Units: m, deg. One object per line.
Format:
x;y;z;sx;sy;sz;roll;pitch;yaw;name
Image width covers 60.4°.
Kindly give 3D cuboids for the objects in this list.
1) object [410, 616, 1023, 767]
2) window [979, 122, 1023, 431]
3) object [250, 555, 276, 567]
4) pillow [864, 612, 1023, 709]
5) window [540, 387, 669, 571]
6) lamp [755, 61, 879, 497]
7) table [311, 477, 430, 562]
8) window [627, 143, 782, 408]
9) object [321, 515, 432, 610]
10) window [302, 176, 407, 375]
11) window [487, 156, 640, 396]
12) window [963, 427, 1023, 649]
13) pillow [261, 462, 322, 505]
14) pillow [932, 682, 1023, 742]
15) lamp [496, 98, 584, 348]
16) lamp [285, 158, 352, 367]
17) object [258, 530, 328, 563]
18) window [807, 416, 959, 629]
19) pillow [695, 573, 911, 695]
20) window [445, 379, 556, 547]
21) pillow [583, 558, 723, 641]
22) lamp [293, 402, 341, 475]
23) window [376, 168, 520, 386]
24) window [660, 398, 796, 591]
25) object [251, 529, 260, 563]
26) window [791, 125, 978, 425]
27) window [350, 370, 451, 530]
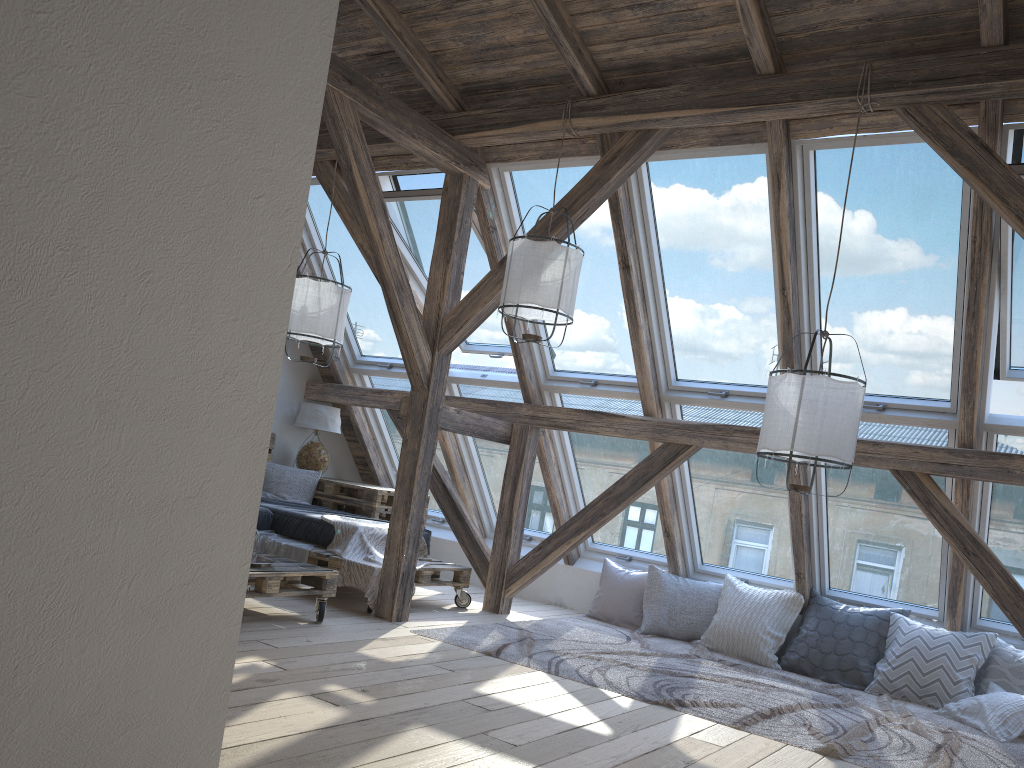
1.325;1.673;4.976;3.162;0.056;2.216;5;-7;34;object
2.710;-0.443;4.096;0.848;1.273;1.423;8;-3;34;window
-1.422;0.903;4.548;0.399;0.021;0.392;14;-8;-36;object
2.754;1.713;5.157;1.145;0.533;0.507;5;-4;39;pillow
0.751;0.698;6.412;0.848;1.274;1.109;8;-2;34;window
1.393;-0.460;3.798;0.402;1.893;0.405;9;1;-15;lamp
-1.315;1.169;7.239;1.008;0.700;0.683;7;-4;33;table
1.163;-0.587;5.057;0.848;1.274;1.109;8;-2;34;window
-0.770;1.172;5.719;0.818;0.472;1.005;11;-5;-26;object
-1.118;-0.791;6.560;0.848;1.274;1.109;8;-2;34;window
0.403;-0.655;5.558;0.848;1.274;1.109;8;-2;34;window
3.032;0.902;4.908;0.848;1.274;1.109;8;-2;34;window
-1.942;0.696;6.758;0.979;0.398;0.383;14;-5;-40;pillow
2.672;1.802;4.817;0.477;0.241;0.536;10;-5;-15;pillow
0.205;-0.861;4.608;0.399;1.303;0.408;9;0;10;lamp
-1.159;-0.880;5.498;0.402;1.515;0.405;9;0;-15;lamp
-1.562;1.149;5.912;0.704;0.276;0.510;8;-5;18;object
2.271;0.834;5.409;0.848;1.274;1.109;8;-2;34;window
1.874;1.611;5.793;1.262;0.562;0.473;6;-4;34;pillow
-0.010;0.630;6.913;0.848;1.274;1.109;8;-2;34;window
1.061;1.577;6.356;1.125;0.524;0.439;7;-3;26;pillow
-1.859;0.785;7.246;0.818;1.283;0.392;9;0;19;lamp
-0.333;-0.715;6.098;0.848;1.274;1.366;8;-3;34;window
1.511;0.766;5.910;0.848;1.274;1.109;8;-2;34;window
-1.363;0.787;4.469;0.156;0.247;0.156;9;-1;2;object
1.924;-0.520;4.556;0.848;1.274;1.109;8;-2;34;window
-0.770;0.562;7.414;0.848;1.274;1.109;8;-2;34;window
